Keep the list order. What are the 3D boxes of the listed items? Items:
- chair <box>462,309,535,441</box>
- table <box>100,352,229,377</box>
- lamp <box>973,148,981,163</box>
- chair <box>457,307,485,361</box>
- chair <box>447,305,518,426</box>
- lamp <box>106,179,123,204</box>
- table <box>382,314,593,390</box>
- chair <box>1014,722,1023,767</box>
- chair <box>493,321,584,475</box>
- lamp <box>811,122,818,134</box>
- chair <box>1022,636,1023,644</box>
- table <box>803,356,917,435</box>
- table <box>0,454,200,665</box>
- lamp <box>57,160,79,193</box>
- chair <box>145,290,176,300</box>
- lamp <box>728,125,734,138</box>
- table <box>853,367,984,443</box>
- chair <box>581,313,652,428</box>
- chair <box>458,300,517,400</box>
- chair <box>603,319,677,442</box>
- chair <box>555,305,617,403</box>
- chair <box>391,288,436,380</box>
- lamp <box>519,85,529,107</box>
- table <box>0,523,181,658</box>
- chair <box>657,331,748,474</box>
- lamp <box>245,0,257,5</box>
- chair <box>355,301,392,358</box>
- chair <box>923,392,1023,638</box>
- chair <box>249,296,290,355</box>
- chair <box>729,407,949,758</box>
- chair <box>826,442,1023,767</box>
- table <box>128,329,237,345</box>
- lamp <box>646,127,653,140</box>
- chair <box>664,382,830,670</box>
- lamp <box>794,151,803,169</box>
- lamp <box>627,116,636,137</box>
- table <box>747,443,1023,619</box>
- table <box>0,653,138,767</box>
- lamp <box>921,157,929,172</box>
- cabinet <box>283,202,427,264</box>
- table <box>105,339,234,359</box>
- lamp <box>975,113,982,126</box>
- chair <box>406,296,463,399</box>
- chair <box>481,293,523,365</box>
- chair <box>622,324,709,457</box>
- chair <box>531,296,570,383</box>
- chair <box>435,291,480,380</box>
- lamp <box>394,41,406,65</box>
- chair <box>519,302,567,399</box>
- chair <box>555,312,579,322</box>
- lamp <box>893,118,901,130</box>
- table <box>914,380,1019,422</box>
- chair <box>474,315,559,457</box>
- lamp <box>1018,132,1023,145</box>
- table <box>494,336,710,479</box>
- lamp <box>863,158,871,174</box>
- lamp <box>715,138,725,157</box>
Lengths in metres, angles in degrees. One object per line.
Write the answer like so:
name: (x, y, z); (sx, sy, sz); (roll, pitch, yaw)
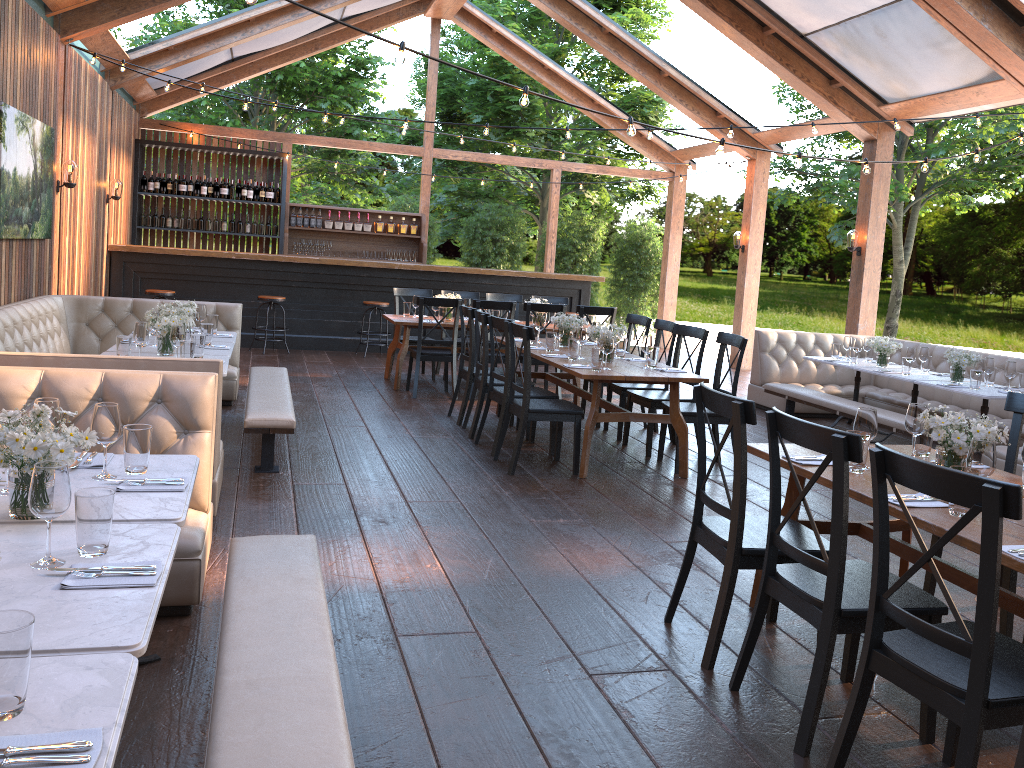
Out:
chair: (-0.090, -0.087, 7.349); (0.539, 1.015, 0.480); (3, 5, -11)
table: (-2.226, 0.191, 5.588); (0.798, 0.668, 0.804); (2, 7, -17)
lamp: (3.883, -1.906, 7.383); (0.056, 0.119, 0.059); (5, 5, 15)
chair: (-0.552, -0.705, 12.396); (0.468, 0.731, 0.470); (5, 6, 8)
chair: (-0.241, -0.175, 7.887); (0.539, 1.015, 0.480); (3, 5, -16)
lamp: (-5.001, -2.427, 11.144); (0.178, 0.318, 0.147); (3, 5, -16)
table: (-0.204, -0.327, 9.971); (2.428, 0.726, 0.957); (2, 7, -16)
chair: (1.425, 0.803, 1.924); (0.539, 1.015, 0.480); (3, 5, -16)
chair: (0.210, 0.089, 6.275); (0.539, 1.015, 0.480); (3, 5, -16)
lamp: (2.806, -2.374, 8.205); (0.075, 0.114, 0.056); (7, 6, 30)
chair: (2.353, 0.663, 3.348); (0.539, 1.015, 0.480); (3, 5, -13)
table: (3.459, 0.116, 8.893); (0.798, 0.668, 0.804); (2, 7, -17)
table: (-1.453, 0.645, 2.819); (0.798, 0.668, 0.804); (2, 7, -17)
lamp: (-4.261, -1.993, 8.497); (0.178, 0.318, 0.147); (3, 5, -16)
chair: (-4.495, -0.821, 11.276); (0.467, 0.731, 0.471); (3, 6, -9)
lamp: (2.041, -2.354, 8.247); (0.056, 0.120, 0.056); (0, 7, -40)
table: (3.678, 0.244, 8.110); (0.798, 0.668, 0.804); (2, 7, -16)
chair: (0.971, -0.139, 8.231); (0.539, 1.015, 0.480); (3, 5, -16)
chair: (-0.270, -0.380, 9.290); (0.477, 1.015, 0.543); (2, 6, -21)
chair: (1.127, -0.051, 7.696); (0.539, 1.015, 0.480); (3, 5, -10)
chair: (0.807, -0.348, 9.596); (0.477, 1.015, 0.543); (2, 6, -21)
chair: (-1.146, -0.594, 10.347); (0.477, 1.015, 0.543); (2, 6, -21)
lamp: (0.069, -1.592, 4.896); (0.056, 0.120, 0.057); (1, 6, -29)
table: (-1.234, 0.774, 2.037); (0.798, 0.668, 0.804); (2, 7, -16)
chair: (1.428, 0.124, 6.628); (0.539, 1.015, 0.480); (3, 5, -8)
lamp: (-1.198, -1.812, 4.093); (0.071, 0.115, 0.057); (5, 5, 6)
chair: (-1.866, -0.744, 12.023); (0.468, 0.731, 0.470); (-1, 7, -40)
chair: (2.203, 0.575, 3.885); (0.539, 1.015, 0.480); (2, 5, -21)
chair: (-3.181, -0.782, 11.649); (0.467, 0.731, 0.471); (1, 7, -33)
chair: (1.125, 0.626, 2.999); (0.539, 1.015, 0.480); (3, 5, -16)
chair: (1.275, 0.714, 2.462); (0.539, 1.015, 0.480); (2, 5, -21)
table: (-2.663, -0.065, 7.153); (0.798, 0.668, 0.804); (2, 7, -17)
lamp: (1.285, -2.340, 8.250); (0.056, 0.120, 0.057); (4, 5, -1)
chair: (0.975, 0.538, 3.536); (0.539, 1.015, 0.480); (3, 5, -11)
lamp: (1.989, -1.551, 6.130); (0.056, 0.120, 0.057); (2, 5, -17)
lamp: (0.716, -1.541, 5.293); (0.056, 0.120, 0.057); (4, 5, 3)
table: (1.787, 0.828, 2.936); (0.949, 0.725, 2.450); (2, 8, -16)
table: (-1.015, 0.902, 1.254); (0.798, 0.668, 0.804); (2, 7, -17)
lamp: (3.257, -1.728, 6.974); (0.056, 0.120, 0.057); (2, 5, -19)
cabinet: (-2.575, -1.822, 14.419); (2.272, 2.083, 0.497); (2, 5, -16)
table: (-2.445, 0.063, 6.371); (0.798, 0.668, 0.804); (2, 7, -16)
lamp: (4.327, -2.453, 8.198); (0.056, 0.118, 0.064); (-1, 7, -42)
chair: (-0.808, -0.396, 9.137); (0.477, 1.015, 0.543); (3, 5, -16)
chair: (-0.069, -0.562, 10.652); (0.477, 1.015, 0.543); (2, 6, -21)
chair: (1.248, 0.034, 7.164); (0.539, 1.015, 0.480); (2, 5, -19)
chair: (0.469, -0.546, 10.805); (0.477, 1.015, 0.543); (3, 5, -11)
chair: (-0.607, -0.578, 10.499); (0.477, 1.015, 0.543); (3, 5, -16)
lamp: (-0.568, -1.682, 4.492); (0.056, 0.120, 0.056); (5, 5, 12)
chair: (0.269, -0.364, 9.443); (0.477, 1.015, 0.543); (3, 5, -16)
chair: (0.762, -0.666, 12.770); (0.467, 0.731, 0.471); (1, 6, -28)
lamp: (3.570, -2.410, 8.197); (0.056, 0.113, 0.076); (2, 6, -18)
table: (3.896, 0.372, 7.327); (0.798, 0.668, 0.804); (2, 7, -17)
chair: (0.060, 0.001, 6.813); (0.539, 1.015, 0.480); (2, 5, -21)
lamp: (4.486, -2.161, 7.791); (0.068, 0.116, 0.057); (3, 5, -9)
table: (0.578, 0.119, 7.262); (0.949, 0.725, 2.450); (2, 8, -16)
lamp: (2.631, -1.613, 6.550); (0.056, 0.119, 0.056); (7, 6, 34)
lamp: (1.344, -1.531, 5.718); (0.056, 0.119, 0.057); (3, 5, -10)
